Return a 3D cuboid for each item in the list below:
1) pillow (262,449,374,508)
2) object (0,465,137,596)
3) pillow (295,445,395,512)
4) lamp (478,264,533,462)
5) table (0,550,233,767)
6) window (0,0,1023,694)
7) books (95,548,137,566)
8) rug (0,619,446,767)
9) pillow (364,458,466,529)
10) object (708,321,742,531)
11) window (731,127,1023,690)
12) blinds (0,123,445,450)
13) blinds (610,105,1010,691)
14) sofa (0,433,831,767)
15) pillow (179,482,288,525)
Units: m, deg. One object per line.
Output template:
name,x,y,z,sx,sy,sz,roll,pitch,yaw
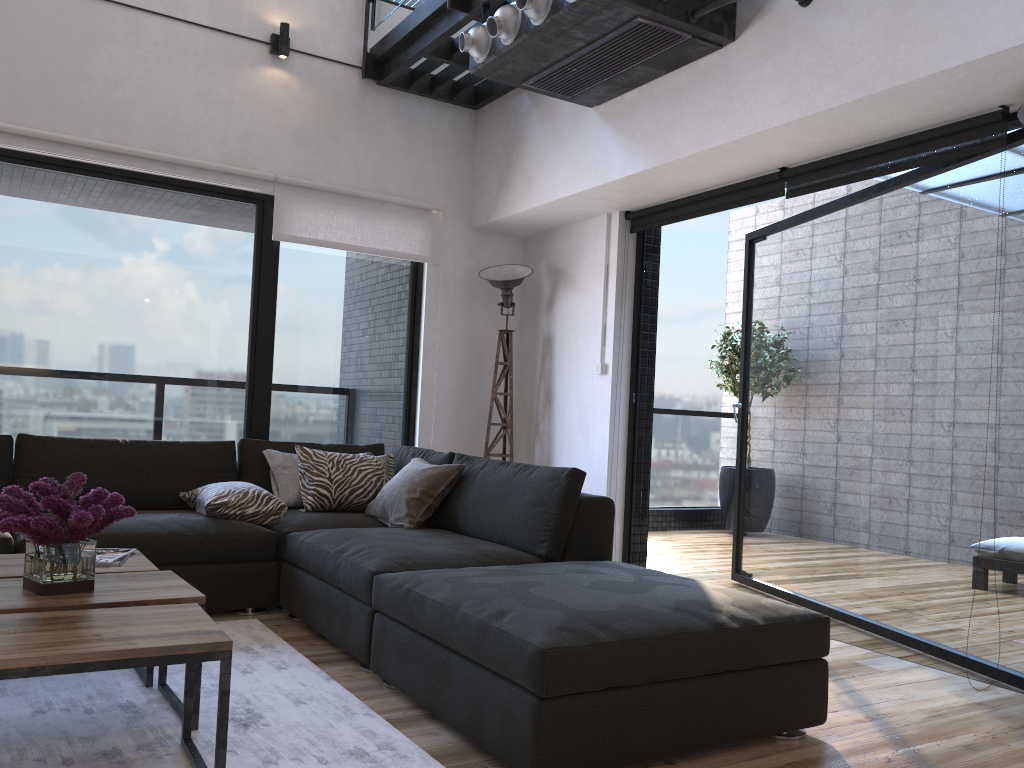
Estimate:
pillow,-0.930,0.484,4.423,0.612,0.294,0.234,4,-2,-31
object,-1.175,0.367,2.326,0.342,0.343,0.375,4,-2,-30
pillow,-0.793,0.464,4.323,0.532,0.314,0.250,4,-2,-27
lamp,-0.354,0.137,5.030,0.425,1.826,1.469,1,-2,44
table,-1.197,0.711,2.289,0.697,0.350,1.298,4,-3,-31
window,-1.958,-1.723,2.541,13.403,5.565,5.663,4,-2,-31
books,-1.325,0.545,2.803,0.229,0.013,0.295,3,-2,-10
rug,-1.181,0.886,2.255,1.637,0.003,2.113,4,-3,-31
pillow,-0.458,0.498,4.052,0.273,0.309,0.547,4,-2,-32
object,2.115,0.351,7.805,0.812,1.862,0.801,2,-2,12
window,1.644,0.094,4.064,0.100,2.050,2.449,3,-2,-14
blinds,-2.701,-0.239,4.029,5.371,2.043,0.095,4,-2,-31
blinds,2.231,0.088,3.617,3.860,2.051,1.830,2,-2,13
sofa,-1.142,0.572,3.020,3.045,0.700,2.999,4,-3,-31
pillow,-1.267,0.534,4.005,0.356,0.177,0.531,4,-3,-33
